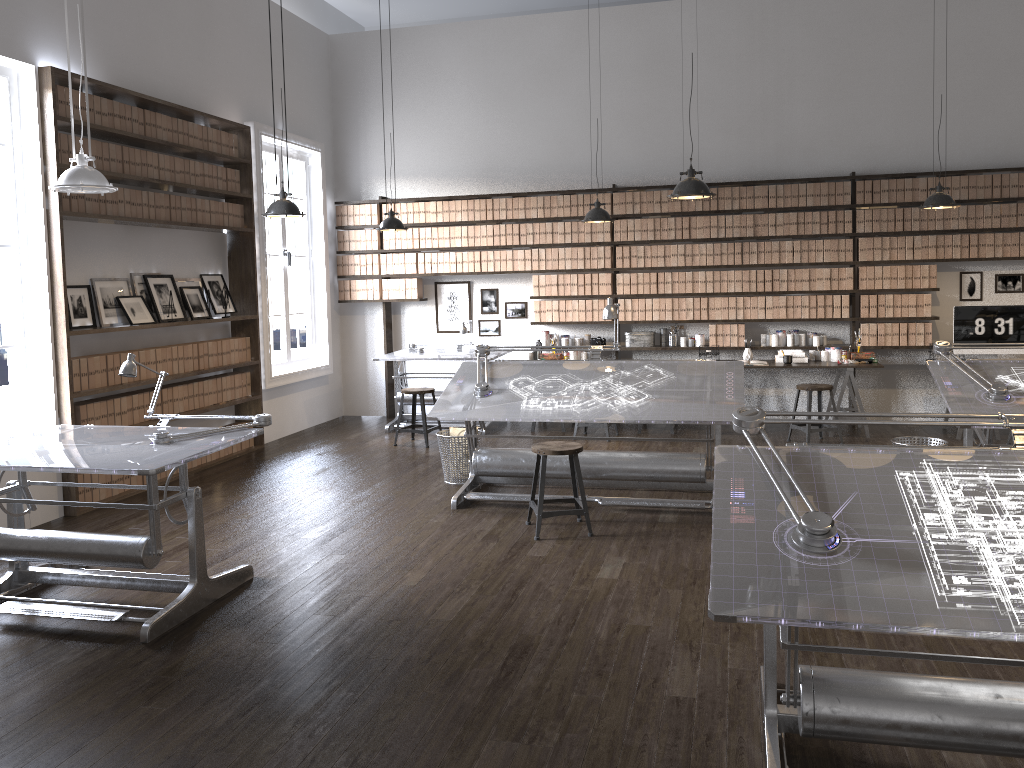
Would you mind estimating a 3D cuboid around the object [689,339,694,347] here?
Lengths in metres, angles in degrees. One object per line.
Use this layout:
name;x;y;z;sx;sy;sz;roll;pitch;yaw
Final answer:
object;1.861;-0.432;9.113;0.062;0.093;0.182;1;7;28

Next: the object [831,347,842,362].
object;3.117;-0.285;8.505;0.105;0.141;0.104;0;5;22

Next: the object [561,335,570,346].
object;0.571;-0.459;9.479;0.095;0.127;0.094;3;7;44

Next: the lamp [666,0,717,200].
lamp;1.114;-2.307;5.567;0.311;2.245;0.313;1;5;35

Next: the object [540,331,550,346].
object;0.349;-0.474;9.417;0.106;0.176;0.108;0;5;16

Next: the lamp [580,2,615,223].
lamp;0.731;-2.557;7.782;0.311;2.245;0.314;-2;4;-6

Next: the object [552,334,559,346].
object;0.468;-0.465;9.465;0.070;0.130;0.070;-5;6;-38

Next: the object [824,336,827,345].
object;3.099;-0.433;8.815;0.062;0.095;0.062;-6;6;-44

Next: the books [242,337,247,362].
books;-2.564;-0.317;8.226;0.174;0.225;0.067;0;4;14

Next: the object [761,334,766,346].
object;2.543;-0.443;8.936;0.062;0.119;0.062;-4;5;-35

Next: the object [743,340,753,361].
object;2.344;-0.334;8.799;0.101;0.208;0.102;-4;5;-31

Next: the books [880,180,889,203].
books;3.582;-1.849;8.541;0.067;0.225;0.175;0;5;14

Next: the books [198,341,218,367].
books;-2.679;-0.260;7.767;0.174;0.225;0.067;0;4;14

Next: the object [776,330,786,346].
object;2.702;-0.459;8.897;0.095;0.161;0.094;-1;5;10

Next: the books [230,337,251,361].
books;-2.541;-0.325;8.287;0.174;0.225;0.067;0;4;14

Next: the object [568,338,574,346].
object;0.628;-0.434;9.366;0.062;0.093;0.063;-1;5;0

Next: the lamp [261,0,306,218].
lamp;-1.663;-2.319;6.270;0.311;2.245;0.314;-2;4;-6

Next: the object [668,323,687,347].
object;1.702;-0.525;9.148;0.181;0.271;0.157;-2;4;-2

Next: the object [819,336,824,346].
object;3.050;-0.426;8.764;0.063;0.094;0.063;-6;6;-44

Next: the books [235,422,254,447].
books;-2.527;0.475;8.332;0.174;0.225;0.067;0;4;14

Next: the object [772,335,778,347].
object;2.619;-0.432;8.823;0.062;0.119;0.062;-4;5;-26

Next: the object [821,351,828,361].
object;3.014;-0.268;8.546;0.062;0.094;0.062;-4;5;-26

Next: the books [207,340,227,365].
books;-2.639;-0.277;7.899;0.174;0.225;0.067;0;4;14

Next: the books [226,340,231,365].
books;-2.628;-0.285;7.965;0.174;0.225;0.067;0;4;14

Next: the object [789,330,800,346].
object;2.829;-0.460;8.876;0.094;0.161;0.206;0;6;16

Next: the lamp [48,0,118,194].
lamp;-2.151;-2.078;4.319;0.311;2.245;0.314;-2;4;-6

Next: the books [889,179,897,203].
books;3.652;-1.850;8.527;0.067;0.225;0.175;0;5;14

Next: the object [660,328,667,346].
object;1.585;-0.487;9.261;0.079;0.187;0.079;-2;4;-7

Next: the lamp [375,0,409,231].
lamp;-1.157;-2.565;8.255;0.311;2.245;0.314;-2;4;-6

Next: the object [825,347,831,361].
object;3.097;-0.292;8.621;0.095;0.127;0.094;-1;5;10

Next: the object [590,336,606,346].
object;0.903;-0.442;9.306;0.171;0.108;0.091;0;5;14

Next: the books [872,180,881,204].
books;3.515;-1.850;8.563;0.067;0.225;0.175;0;5;14

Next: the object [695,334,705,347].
object;1.921;-0.443;9.057;0.095;0.127;0.094;0;5;21

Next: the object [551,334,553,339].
object;0.433;-0.472;9.536;0.072;0.128;0.071;-4;5;-29

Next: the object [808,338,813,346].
object;2.976;-0.418;8.807;0.054;0.081;0.054;-1;5;5

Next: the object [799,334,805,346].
object;2.892;-0.439;8.828;0.062;0.119;0.062;-3;5;-17

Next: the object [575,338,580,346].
object;0.695;-0.437;9.372;0.062;0.094;0.062;-1;5;0

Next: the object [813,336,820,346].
object;2.998;-0.420;8.722;0.062;0.095;0.062;-6;6;-44

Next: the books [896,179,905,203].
books;3.721;-1.849;8.510;0.067;0.225;0.175;0;5;14

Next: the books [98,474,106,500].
books;-3.021;0.718;6.372;0.174;0.225;0.067;0;4;14

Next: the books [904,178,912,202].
books;3.785;-1.848;8.488;0.067;0.225;0.175;0;5;14

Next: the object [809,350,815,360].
object;2.938;-0.280;8.660;0.062;0.094;0.062;-5;6;-35

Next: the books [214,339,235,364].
books;-2.611;-0.293;8.025;0.174;0.225;0.067;0;4;14

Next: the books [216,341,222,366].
books;-2.661;-0.269;7.836;0.174;0.225;0.067;0;4;14

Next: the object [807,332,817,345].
object;3.011;-0.452;8.884;0.094;0.129;0.095;-1;5;1

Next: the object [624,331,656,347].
object;1.336;-0.466;9.234;0.317;0.152;0.194;0;6;14

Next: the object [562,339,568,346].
object;0.558;-0.433;9.369;0.062;0.094;0.062;-1;5;0

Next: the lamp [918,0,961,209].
lamp;3.431;-2.546;7.098;0.311;2.245;0.313;2;5;39

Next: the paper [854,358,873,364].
paper;3.287;-0.215;8.293;0.155;0.038;0.138;2;7;29

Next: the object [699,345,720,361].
object;1.955;-0.297;8.772;0.203;0.160;0.285;0;6;14

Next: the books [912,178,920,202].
books;3.851;-1.849;8.476;0.067;0.225;0.175;0;5;14

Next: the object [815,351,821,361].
object;2.971;-0.273;8.602;0.063;0.093;0.063;-5;6;-35

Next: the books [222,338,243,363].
books;-2.579;-0.309;8.158;0.174;0.225;0.067;0;4;14

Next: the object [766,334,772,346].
object;2.577;-0.437;8.878;0.063;0.117;0.063;-5;5;-35

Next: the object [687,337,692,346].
object;1.824;-0.438;9.140;0.062;0.093;0.063;-3;5;-24

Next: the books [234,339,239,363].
books;-2.593;-0.301;8.089;0.174;0.225;0.067;0;4;14

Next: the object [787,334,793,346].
object;2.760;-0.432;8.790;0.062;0.119;0.062;-3;5;-17
